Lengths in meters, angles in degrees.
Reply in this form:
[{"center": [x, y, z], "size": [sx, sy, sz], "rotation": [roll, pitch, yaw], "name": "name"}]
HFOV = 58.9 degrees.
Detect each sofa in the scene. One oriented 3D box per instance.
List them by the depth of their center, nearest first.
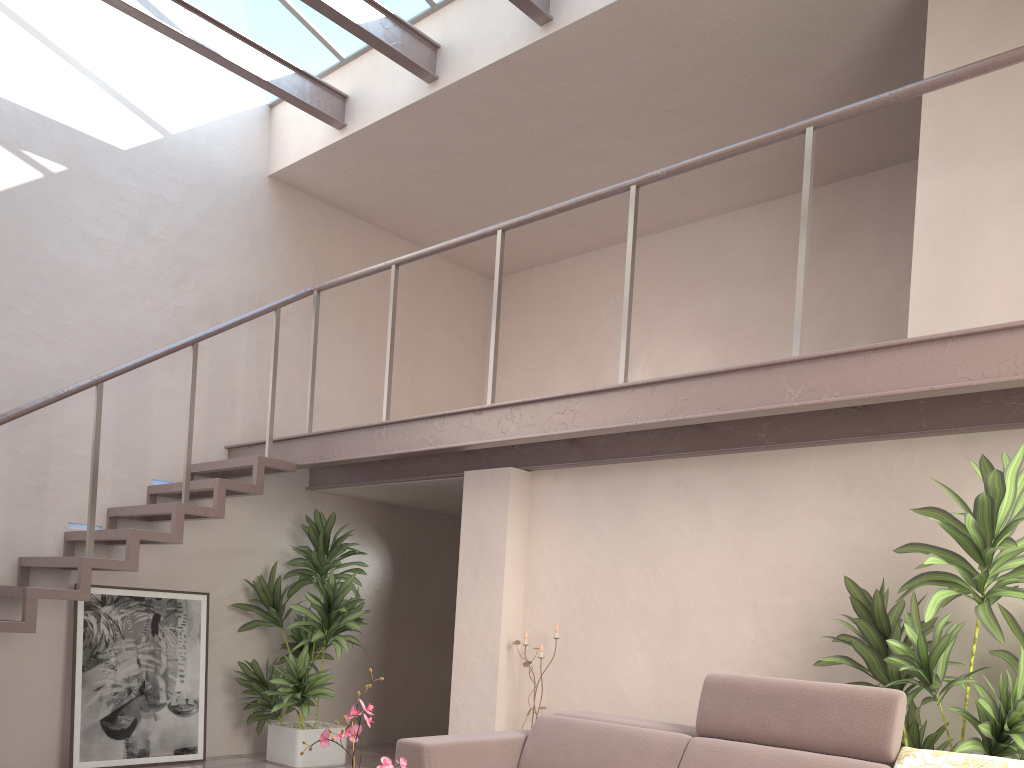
[{"center": [0.357, 1.410, 2.896], "size": [3.100, 0.926, 2.260], "rotation": [-9, -17, 41], "name": "sofa"}]

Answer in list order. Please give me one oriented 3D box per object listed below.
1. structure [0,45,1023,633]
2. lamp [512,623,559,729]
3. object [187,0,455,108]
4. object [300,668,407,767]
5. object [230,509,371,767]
[{"center": [-0.296, 0.342, 3.298], "size": [7.070, 3.159, 3.947], "rotation": [-8, -14, 42], "name": "structure"}, {"center": [0.113, 1.937, 5.274], "size": [0.239, 1.114, 0.335], "rotation": [4, -1, -14], "name": "lamp"}, {"center": [-0.895, -2.930, 4.286], "size": [4.466, 0.661, 2.447], "rotation": [-9, -19, 41], "name": "object"}, {"center": [-0.459, 1.099, 2.550], "size": [0.292, 0.588, 0.383], "rotation": [1, -5, 37], "name": "object"}, {"center": [-1.452, 1.789, 6.472], "size": [0.991, 1.845, 1.069], "rotation": [5, -4, -29], "name": "object"}]
